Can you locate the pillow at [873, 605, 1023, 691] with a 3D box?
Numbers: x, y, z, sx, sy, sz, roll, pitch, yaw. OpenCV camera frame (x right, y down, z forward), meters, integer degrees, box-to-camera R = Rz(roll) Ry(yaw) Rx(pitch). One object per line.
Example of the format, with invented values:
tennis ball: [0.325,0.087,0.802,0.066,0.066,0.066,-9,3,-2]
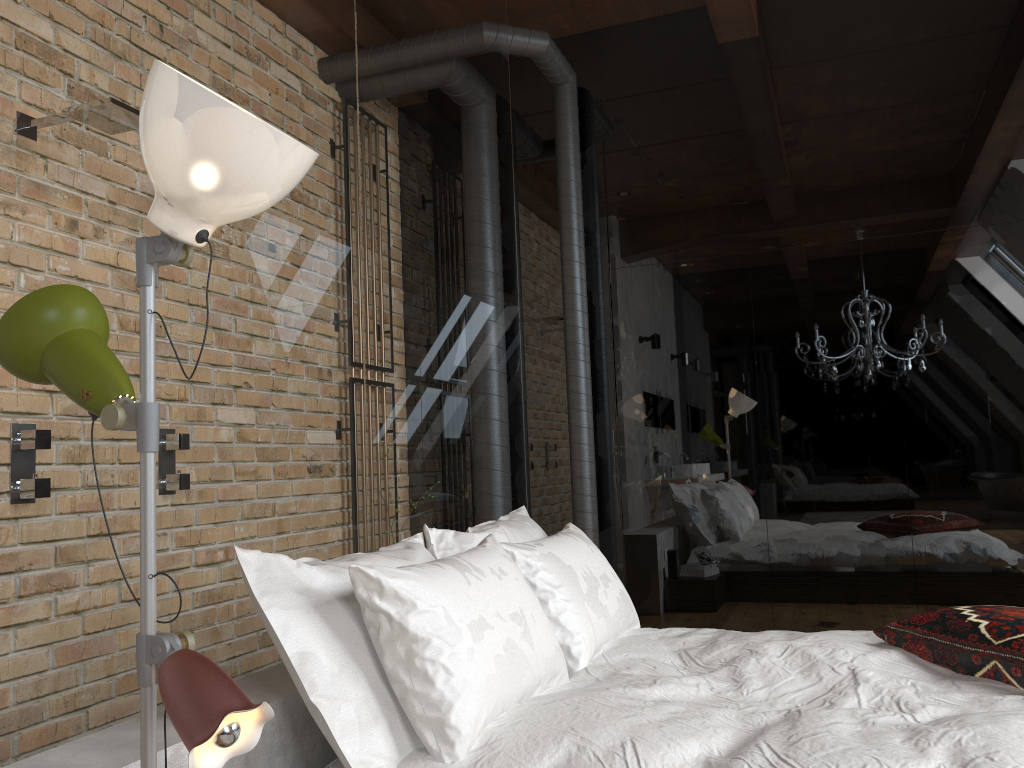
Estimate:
pillow: [1.357,0.660,2.232,0.453,0.157,0.748,0,-6,-20]

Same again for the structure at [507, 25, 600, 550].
structure: [-0.249,-0.180,4.586,1.189,3.140,0.829,-4,-6,20]

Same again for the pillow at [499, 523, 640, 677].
pillow: [0.182,0.654,2.780,0.291,0.385,0.748,-4,-6,20]

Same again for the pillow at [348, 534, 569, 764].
pillow: [-0.096,0.574,2.040,0.276,0.397,0.744,-4,-6,20]

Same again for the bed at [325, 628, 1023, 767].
bed: [0.850,0.913,2.261,2.169,0.442,2.300,-4,-6,20]

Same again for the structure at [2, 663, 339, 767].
structure: [-0.307,0.961,2.556,0.206,0.494,2.820,-4,-6,20]

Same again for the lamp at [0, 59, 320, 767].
lamp: [-0.544,0.310,1.311,0.561,1.582,0.270,-4,-6,17]

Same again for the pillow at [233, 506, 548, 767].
pillow: [-0.109,0.622,2.477,0.358,0.517,1.746,-4,-6,19]
